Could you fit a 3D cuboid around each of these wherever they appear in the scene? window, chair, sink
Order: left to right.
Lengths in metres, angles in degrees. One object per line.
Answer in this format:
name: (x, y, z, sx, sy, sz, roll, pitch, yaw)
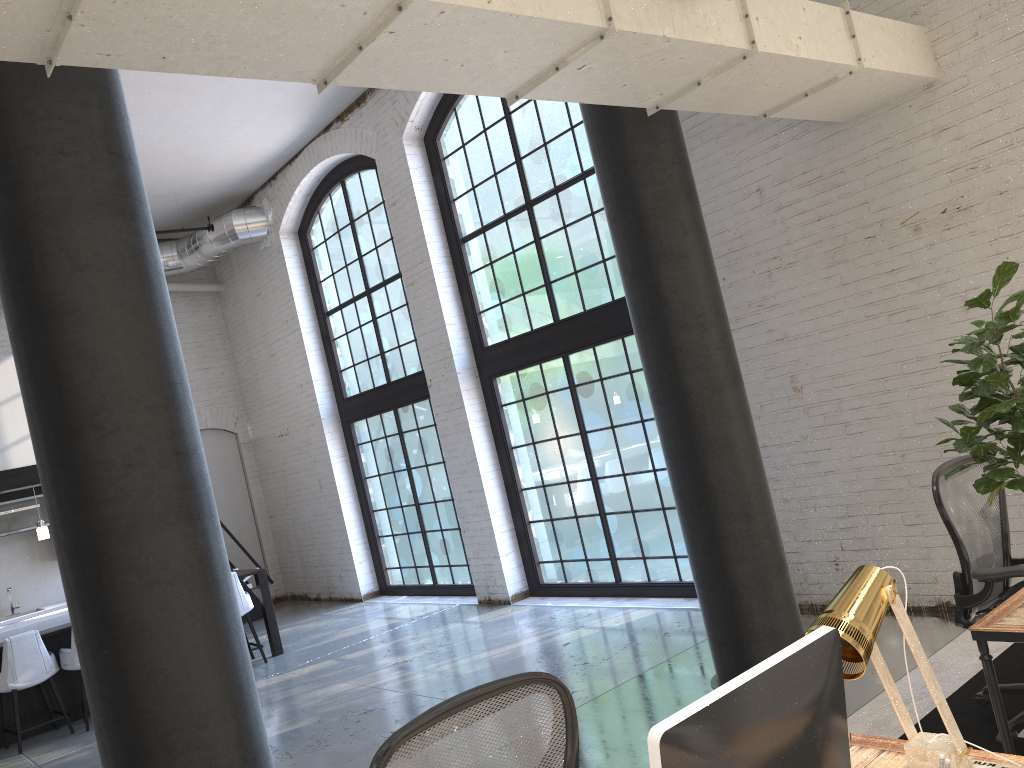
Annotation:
sink: (-5.648, 2.718, 9.995, 0.676, 0.168, 0.476, -11, -3, -39)
chair: (-4.130, 2.605, 7.557, 0.578, 0.984, 0.502, -11, -3, -43)
chair: (-3.629, 2.500, 7.801, 0.578, 0.984, 0.502, -12, -2, -28)
chair: (-2.779, 2.343, 8.683, 0.578, 0.984, 0.502, -12, -2, -33)
window: (-1.429, -0.037, 10.336, 0.137, 5.176, 2.496, -12, -3, -39)
window: (0.405, -0.583, 8.001, 0.137, 5.176, 2.496, -12, -3, -39)
chair: (0.166, 1.220, 1.917, 0.794, 1.085, 0.769, -15, -3, 34)
chair: (2.185, 0.807, 3.628, 0.794, 1.085, 0.769, -15, -3, 34)

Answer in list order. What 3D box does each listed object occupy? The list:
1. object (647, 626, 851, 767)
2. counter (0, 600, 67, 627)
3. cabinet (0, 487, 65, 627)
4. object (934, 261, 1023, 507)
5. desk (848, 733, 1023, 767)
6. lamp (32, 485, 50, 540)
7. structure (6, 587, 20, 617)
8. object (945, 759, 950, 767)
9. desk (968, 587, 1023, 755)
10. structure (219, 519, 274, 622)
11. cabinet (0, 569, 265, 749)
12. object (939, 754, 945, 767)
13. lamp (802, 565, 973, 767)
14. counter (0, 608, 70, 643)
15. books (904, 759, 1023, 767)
object: (0.431, 0.694, 1.408, 0.483, 0.485, 0.190, -11, -3, -39)
counter: (-5.895, 2.677, 9.201, 4.231, 0.045, 1.713, -11, -4, -39)
cabinet: (-5.188, 2.202, 8.229, 4.225, 2.314, 4.284, -11, -3, -39)
object: (1.587, 0.163, 2.757, 0.439, 1.077, 0.513, -15, -3, 41)
desk: (0.574, 1.290, 1.596, 1.399, 0.724, 0.530, -11, -3, -39)
lamp: (-4.659, 1.221, 8.711, 0.100, 0.623, 0.100, -12, -2, -33)
structure: (-5.764, 2.506, 10.217, 0.149, 0.328, 0.225, -12, -3, -39)
object: (0.770, 0.764, 1.568, 0.054, 0.207, 0.008, -15, -2, 38)
desk: (2.113, 0.944, 2.360, 0.528, 0.724, 1.404, -11, -3, -39)
structure: (-4.326, 1.719, 11.622, 1.660, 3.184, 0.931, -12, -3, -39)
cabinet: (-3.816, 2.618, 8.573, 2.687, 0.910, 1.373, -11, -3, -39)
object: (0.766, 0.765, 1.580, 0.054, 0.207, 0.008, -14, -2, 16)
lamp: (0.755, 0.607, 1.795, 0.344, 0.469, 0.128, -11, -3, -39)
counter: (-4.233, 2.206, 8.589, 2.289, 0.095, 0.979, -11, -4, -39)
books: (0.867, 0.839, 1.797, 0.308, 0.038, 0.226, -11, -4, -39)
